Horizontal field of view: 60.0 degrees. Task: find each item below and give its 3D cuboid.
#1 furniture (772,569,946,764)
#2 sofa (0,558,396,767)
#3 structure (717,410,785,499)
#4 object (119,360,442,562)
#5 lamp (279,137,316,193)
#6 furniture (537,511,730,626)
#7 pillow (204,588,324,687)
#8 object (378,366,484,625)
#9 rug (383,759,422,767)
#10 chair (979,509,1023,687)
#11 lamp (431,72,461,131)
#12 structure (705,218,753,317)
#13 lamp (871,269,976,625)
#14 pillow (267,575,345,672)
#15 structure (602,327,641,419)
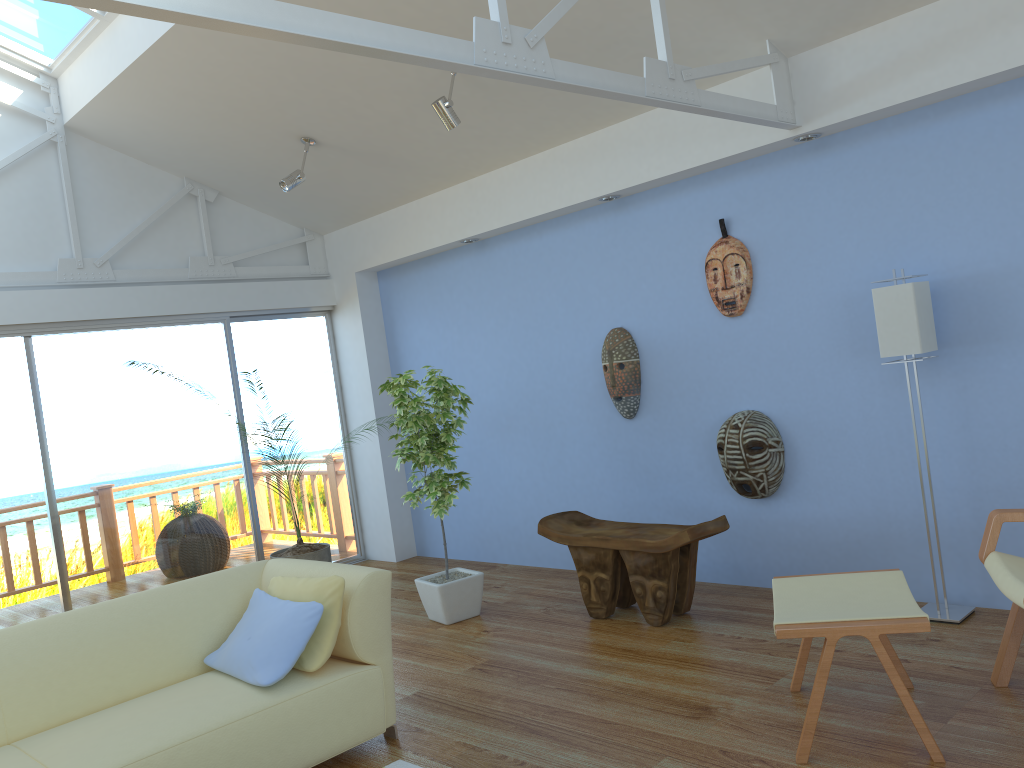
[{"bbox_3d":[1.130,0.914,2.963,0.449,0.427,0.619,-8,1,16],"label":"furniture"},{"bbox_3d":[-1.569,1.149,2.832,2.448,0.597,0.950,-9,1,-44],"label":"sofa"},{"bbox_3d":[1.195,0.378,4.556,0.185,0.466,0.359,-9,1,-44],"label":"structure"},{"bbox_3d":[-1.314,0.569,5.632,1.563,1.695,1.706,-7,1,37],"label":"object"},{"bbox_3d":[-1.302,-1.326,5.382,0.254,0.327,0.118,-8,1,-26],"label":"lamp"},{"bbox_3d":[0.608,0.919,4.484,0.329,0.507,1.100,-9,1,-43],"label":"furniture"},{"bbox_3d":[-0.933,0.934,3.279,0.272,0.244,0.566,-9,1,-42],"label":"pillow"},{"bbox_3d":[-0.397,0.598,4.888,0.495,1.409,0.699,-8,1,-1],"label":"object"},{"bbox_3d":[-0.663,1.395,1.906,2.100,0.018,1.400,-9,1,-44],"label":"rug"},{"bbox_3d":[1.948,0.525,2.708,0.859,0.982,0.632,-8,1,16],"label":"chair"},{"bbox_3d":[-0.313,-1.435,4.391,0.195,0.351,0.127,-8,1,-26],"label":"lamp"},{"bbox_3d":[1.105,-0.598,4.578,0.063,0.508,0.264,-9,1,-44],"label":"structure"},{"bbox_3d":[1.773,0.256,3.844,0.200,1.520,0.200,-9,1,-44],"label":"lamp"},{"bbox_3d":[-0.841,0.882,3.357,0.201,0.311,0.559,-9,1,-44],"label":"pillow"},{"bbox_3d":[0.613,-0.055,5.134,0.115,0.541,0.254,-9,1,-44],"label":"structure"}]
